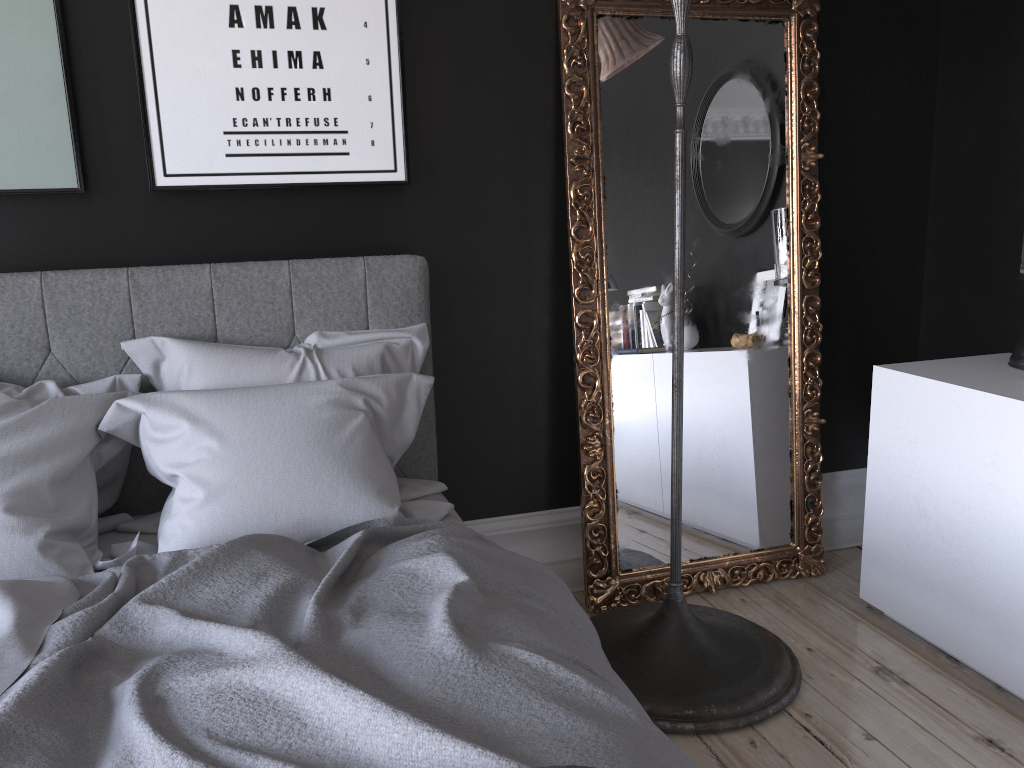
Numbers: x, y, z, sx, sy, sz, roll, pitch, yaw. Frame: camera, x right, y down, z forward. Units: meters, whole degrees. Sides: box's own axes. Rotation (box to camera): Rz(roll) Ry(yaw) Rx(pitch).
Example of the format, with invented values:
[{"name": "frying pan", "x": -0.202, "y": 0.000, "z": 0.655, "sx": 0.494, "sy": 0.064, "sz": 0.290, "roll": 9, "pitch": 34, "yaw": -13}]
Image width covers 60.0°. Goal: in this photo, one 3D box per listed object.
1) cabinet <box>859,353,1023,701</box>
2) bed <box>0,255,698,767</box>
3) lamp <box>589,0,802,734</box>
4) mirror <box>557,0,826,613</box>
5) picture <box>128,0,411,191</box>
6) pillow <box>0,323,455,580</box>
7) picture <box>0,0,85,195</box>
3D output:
[{"name": "cabinet", "x": 1.847, "y": 0.562, "z": 2.026, "sx": 0.570, "sy": 0.886, "sz": 2.387, "roll": -5, "pitch": 12, "yaw": -16}, {"name": "bed", "x": -0.768, "y": 0.568, "z": 1.345, "sx": 2.762, "sy": 1.304, "sz": 3.274, "roll": -8, "pitch": 13, "yaw": -28}, {"name": "lamp", "x": 0.481, "y": -0.293, "z": 2.555, "sx": 0.986, "sy": 2.421, "sz": 0.769, "roll": 2, "pitch": 13, "yaw": 16}, {"name": "mirror", "x": 0.685, "y": -0.309, "z": 3.182, "sx": 0.991, "sy": 2.201, "sz": 0.253, "roll": -5, "pitch": 13, "yaw": -16}, {"name": "picture", "x": -0.723, "y": -1.140, "z": 2.651, "sx": 0.791, "sy": 1.083, "sz": 0.014, "roll": -5, "pitch": 13, "yaw": -16}, {"name": "pillow", "x": -1.044, "y": 0.180, "z": 2.361, "sx": 1.829, "sy": 0.763, "sz": 0.677, "roll": -5, "pitch": 13, "yaw": -16}, {"name": "picture", "x": -1.650, "y": -1.056, "z": 2.380, "sx": 0.791, "sy": 1.083, "sz": 0.014, "roll": -5, "pitch": 13, "yaw": -16}]
